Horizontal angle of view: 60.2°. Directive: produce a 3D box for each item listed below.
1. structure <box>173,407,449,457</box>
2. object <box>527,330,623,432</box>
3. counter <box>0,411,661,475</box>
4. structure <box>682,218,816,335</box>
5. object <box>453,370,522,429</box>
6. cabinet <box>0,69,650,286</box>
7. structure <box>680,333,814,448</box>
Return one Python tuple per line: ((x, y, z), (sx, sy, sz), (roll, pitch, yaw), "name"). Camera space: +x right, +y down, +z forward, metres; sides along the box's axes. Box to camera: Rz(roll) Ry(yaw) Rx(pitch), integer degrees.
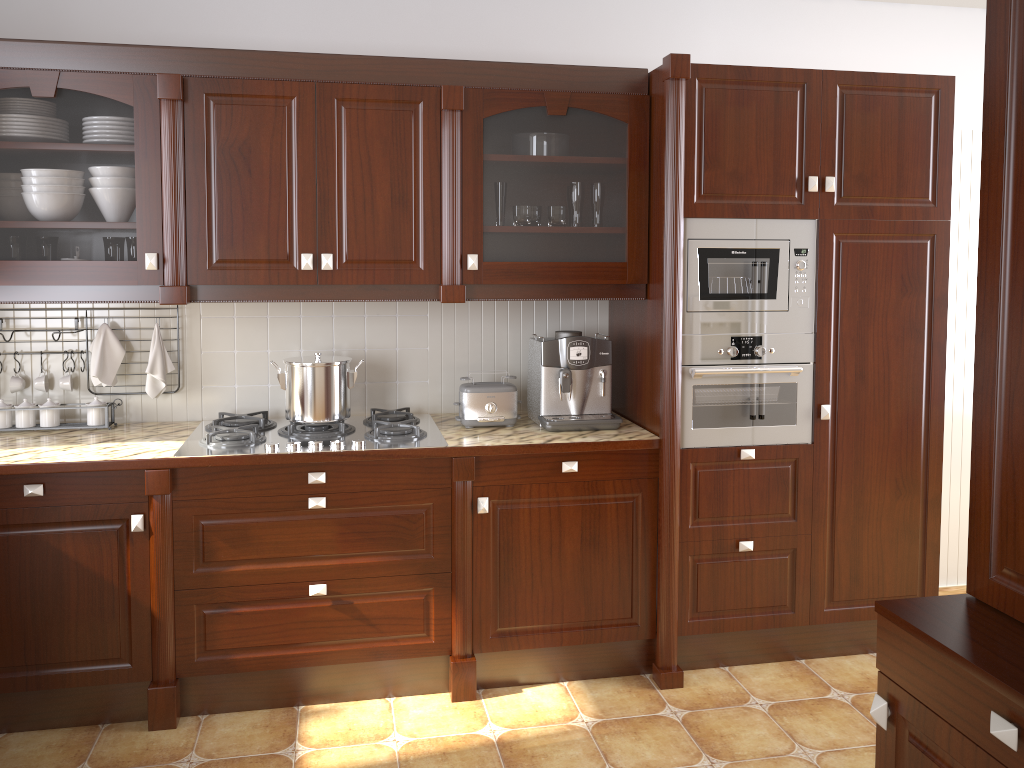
((-0.651, 0.144, 2.947), (0.816, 0.046, 0.595), (-1, 8, -11), "structure")
((0.216, -0.020, 3.124), (0.274, 0.320, 0.325), (-1, 6, -11), "object")
((-0.817, 0.270, 2.298), (2.783, 0.032, 1.838), (-1, 8, -11), "counter")
((0.754, -0.379, 3.091), (0.495, 0.384, 0.318), (-1, 5, -11), "structure")
((-0.083, 0.052, 3.079), (0.243, 0.187, 0.141), (-1, 5, -10), "object")
((-0.776, -0.545, 2.050), (2.781, 0.775, 1.378), (-1, 7, -11), "cabinet")
((0.784, 0.021, 2.959), (0.494, 0.373, 0.041), (-1, 4, -11), "structure")
